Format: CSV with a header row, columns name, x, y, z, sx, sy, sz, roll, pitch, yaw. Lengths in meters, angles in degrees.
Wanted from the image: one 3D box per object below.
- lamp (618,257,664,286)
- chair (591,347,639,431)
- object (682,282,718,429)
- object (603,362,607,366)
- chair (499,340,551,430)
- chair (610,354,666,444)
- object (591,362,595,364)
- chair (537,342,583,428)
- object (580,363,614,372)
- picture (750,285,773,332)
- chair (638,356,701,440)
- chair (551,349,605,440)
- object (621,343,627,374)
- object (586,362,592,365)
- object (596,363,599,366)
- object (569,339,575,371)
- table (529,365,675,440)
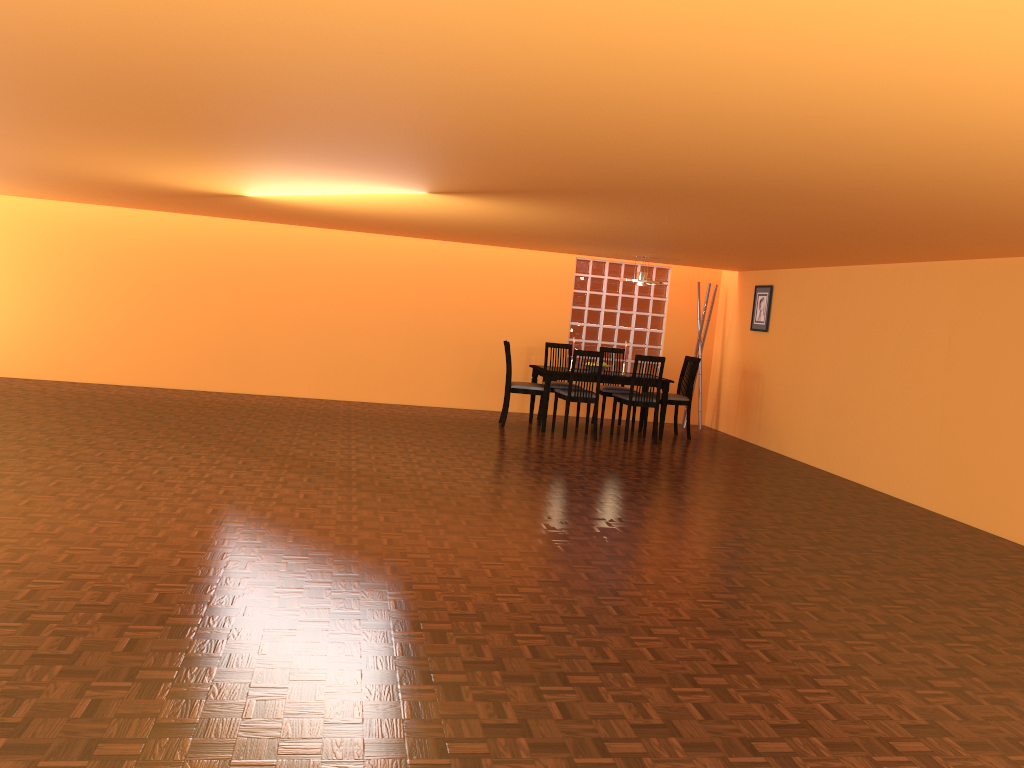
name,x,y,z,sx,sy,sz,roll,pitch,yaw
lamp,1.251,-1.081,8.515,0.435,0.274,0.435,6,5,11
chair,1.047,0.046,9.017,0.373,0.809,0.465,4,5,-11
object,2.026,-0.302,9.572,0.226,1.589,0.308,6,5,11
object,0.882,-0.182,8.557,0.069,0.066,0.069,5,5,-1
chair,0.117,0.010,8.451,0.465,0.809,0.373,5,5,-6
chair,1.182,0.124,8.267,0.373,0.809,0.465,4,5,-11
object,0.777,-0.172,8.567,0.087,0.076,0.089,5,5,-5
chair,0.482,0.004,8.910,0.373,0.809,0.465,4,5,-11
object,0.808,-0.151,8.544,0.337,0.072,0.337,0,7,-44
picture,2.467,-0.748,8.775,0.014,0.456,0.361,4,5,-11
chair,1.551,0.119,8.715,0.465,0.809,0.373,4,5,-16
chair,0.617,0.082,8.160,0.373,0.809,0.465,4,5,-11
object,1.093,-0.257,8.588,0.044,0.326,0.044,3,5,-22
object,0.734,-0.188,8.484,0.055,0.046,0.046,3,6,-28
object,0.840,-0.166,8.490,0.066,0.070,0.055,2,6,-29
object,0.578,-0.288,8.405,0.044,0.326,0.044,3,5,-22
table,0.821,0.178,8.568,1.259,0.584,0.697,4,5,-11
